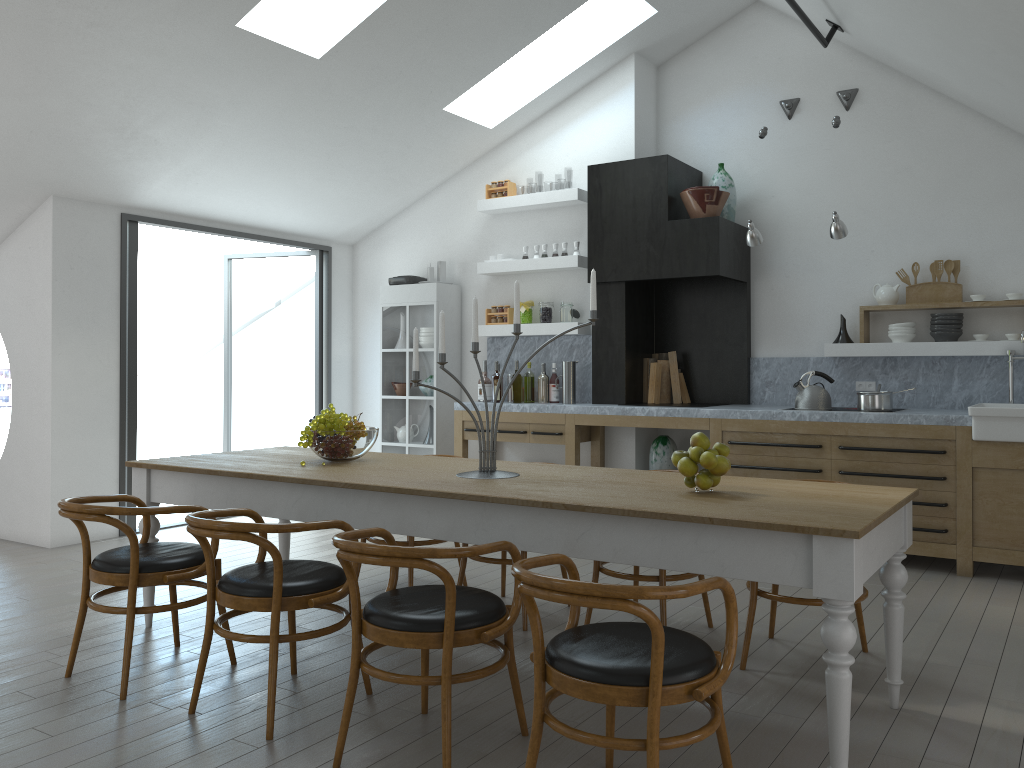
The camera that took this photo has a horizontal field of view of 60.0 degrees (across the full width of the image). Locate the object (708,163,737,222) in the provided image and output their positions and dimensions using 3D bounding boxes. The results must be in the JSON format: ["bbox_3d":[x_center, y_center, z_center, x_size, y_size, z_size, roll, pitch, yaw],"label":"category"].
[{"bbox_3d":[1.634,-1.471,6.922,0.231,0.503,0.231,0,0,-16],"label":"object"}]

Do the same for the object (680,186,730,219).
[{"bbox_3d":[1.441,-1.332,6.654,0.366,0.236,0.348,0,1,-40],"label":"object"}]

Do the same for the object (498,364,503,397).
[{"bbox_3d":[-0.116,-0.009,7.539,0.085,0.331,0.085,-1,-1,41],"label":"object"}]

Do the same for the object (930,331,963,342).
[{"bbox_3d":[2.997,-0.323,6.118,0.205,0.072,0.205,0,1,20],"label":"object"}]

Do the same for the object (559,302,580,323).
[{"bbox_3d":[0.464,-0.586,7.237,0.207,0.178,0.103,0,0,-35],"label":"object"}]

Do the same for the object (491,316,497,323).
[{"bbox_3d":[-0.153,-0.552,7.653,0.058,0.075,0.058,0,0,-34],"label":"object"}]

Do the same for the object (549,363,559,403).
[{"bbox_3d":[0.347,-0.006,7.256,0.081,0.330,0.081,0,-1,-30],"label":"object"}]

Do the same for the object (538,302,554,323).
[{"bbox_3d":[0.282,-0.591,7.352,0.120,0.183,0.120,0,0,-42],"label":"object"}]

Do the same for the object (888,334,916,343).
[{"bbox_3d":[2.759,-0.321,6.272,0.181,0.064,0.181,-1,1,-35],"label":"object"}]

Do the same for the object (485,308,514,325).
[{"bbox_3d":[-0.096,-0.576,7.615,0.237,0.146,0.120,0,0,33],"label":"object"}]

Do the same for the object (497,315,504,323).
[{"bbox_3d":[-0.097,-0.552,7.617,0.058,0.075,0.058,0,0,-34],"label":"object"}]

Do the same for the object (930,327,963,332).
[{"bbox_3d":[2.996,-0.349,6.119,0.205,0.086,0.205,0,1,-19],"label":"object"}]

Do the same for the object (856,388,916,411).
[{"bbox_3d":[2.484,0.111,5.863,0.394,0.170,0.232,0,0,13],"label":"object"}]

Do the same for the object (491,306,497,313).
[{"bbox_3d":[-0.153,-0.639,7.654,0.058,0.075,0.058,0,0,-34],"label":"object"}]

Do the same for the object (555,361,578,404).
[{"bbox_3d":[0.446,-0.012,7.119,0.164,0.339,0.114,0,-1,36],"label":"object"}]

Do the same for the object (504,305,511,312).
[{"bbox_3d":[-0.041,-0.637,7.581,0.058,0.075,0.058,0,0,-34],"label":"object"}]

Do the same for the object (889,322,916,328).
[{"bbox_3d":[2.762,-0.396,6.271,0.181,0.076,0.181,0,1,-19],"label":"object"}]

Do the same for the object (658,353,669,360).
[{"bbox_3d":[1.236,-0.023,7.228,0.089,0.458,0.110,0,-1,33],"label":"object"}]

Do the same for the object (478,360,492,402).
[{"bbox_3d":[-0.230,-0.023,7.506,0.085,0.360,0.088,0,-1,-35],"label":"object"}]

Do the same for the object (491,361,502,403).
[{"bbox_3d":[-0.127,-0.012,7.337,0.093,0.359,0.092,0,-1,-23],"label":"object"}]

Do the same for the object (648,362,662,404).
[{"bbox_3d":[1.129,-0.002,7.007,0.081,0.336,0.148,0,-1,23],"label":"object"}]

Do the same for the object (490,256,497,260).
[{"bbox_3d":[-0.158,-1.073,7.650,0.058,0.061,0.057,0,0,32],"label":"object"}]

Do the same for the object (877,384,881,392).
[{"bbox_3d":[2.435,0.084,5.935,0.051,0.167,0.236,0,0,28],"label":"object"}]

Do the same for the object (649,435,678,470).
[{"bbox_3d":[1.204,0.658,7.031,0.231,0.498,0.231,0,0,-16],"label":"object"}]

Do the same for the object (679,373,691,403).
[{"bbox_3d":[1.372,0.036,7.120,0.113,0.252,0.057,0,-1,36],"label":"object"}]

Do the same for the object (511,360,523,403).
[{"bbox_3d":[0.041,-0.014,7.232,0.092,0.359,0.092,0,-1,-13],"label":"object"}]

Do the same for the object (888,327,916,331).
[{"bbox_3d":[2.761,-0.367,6.271,0.181,0.069,0.181,-1,1,-40],"label":"object"}]

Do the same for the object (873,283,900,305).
[{"bbox_3d":[2.685,-0.642,6.358,0.168,0.169,0.174,0,0,17],"label":"object"}]

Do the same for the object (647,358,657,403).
[{"bbox_3d":[1.123,-0.022,7.101,0.131,0.367,0.068,1,-1,-43],"label":"object"}]

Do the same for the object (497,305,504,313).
[{"bbox_3d":[-0.097,-0.638,7.618,0.058,0.075,0.058,0,0,-34],"label":"object"}]

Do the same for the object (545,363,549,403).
[{"bbox_3d":[0.265,-0.008,7.327,0.085,0.331,0.085,-1,-1,41],"label":"object"}]

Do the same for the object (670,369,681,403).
[{"bbox_3d":[1.314,0.026,7.180,0.105,0.296,0.110,0,-1,8],"label":"object"}]

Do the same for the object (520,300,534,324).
[{"bbox_3d":[0.114,-0.600,7.459,0.163,0.199,0.128,0,0,28],"label":"object"}]

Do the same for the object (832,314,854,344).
[{"bbox_3d":[2.432,-0.404,6.508,0.156,0.218,0.156,0,0,14],"label":"object"}]

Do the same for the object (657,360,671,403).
[{"bbox_3d":[1.208,-0.009,7.098,0.130,0.367,0.072,0,-1,-39],"label":"object"}]

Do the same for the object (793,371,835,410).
[{"bbox_3d":[2.078,0.041,6.120,0.246,0.268,0.246,0,0,43],"label":"object"}]

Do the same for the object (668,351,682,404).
[{"bbox_3d":[1.311,-0.050,7.067,0.078,0.427,0.148,0,-1,-22],"label":"object"}]

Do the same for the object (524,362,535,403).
[{"bbox_3d":[0.142,-0.011,7.295,0.092,0.339,0.092,1,-1,-39],"label":"object"}]

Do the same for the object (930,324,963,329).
[{"bbox_3d":[2.996,-0.377,6.113,0.205,0.086,0.205,0,1,-14],"label":"object"}]

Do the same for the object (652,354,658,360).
[{"bbox_3d":[1.180,-0.036,7.275,0.088,0.425,0.068,1,-1,-43],"label":"object"}]

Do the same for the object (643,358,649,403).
[{"bbox_3d":[1.082,-0.029,7.144,0.074,0.359,0.057,1,-1,-43],"label":"object"}]

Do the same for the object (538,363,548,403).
[{"bbox_3d":[0.252,-0.003,7.200,0.085,0.331,0.085,-1,-1,41],"label":"object"}]

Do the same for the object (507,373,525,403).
[{"bbox_3d":[0.049,0.011,7.436,0.184,0.286,0.184,0,0,-33],"label":"object"}]

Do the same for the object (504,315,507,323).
[{"bbox_3d":[-0.041,-0.551,7.580,0.058,0.075,0.058,0,0,-34],"label":"object"}]

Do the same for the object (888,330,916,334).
[{"bbox_3d":[2.759,-0.344,6.273,0.181,0.065,0.181,0,1,-20],"label":"object"}]
